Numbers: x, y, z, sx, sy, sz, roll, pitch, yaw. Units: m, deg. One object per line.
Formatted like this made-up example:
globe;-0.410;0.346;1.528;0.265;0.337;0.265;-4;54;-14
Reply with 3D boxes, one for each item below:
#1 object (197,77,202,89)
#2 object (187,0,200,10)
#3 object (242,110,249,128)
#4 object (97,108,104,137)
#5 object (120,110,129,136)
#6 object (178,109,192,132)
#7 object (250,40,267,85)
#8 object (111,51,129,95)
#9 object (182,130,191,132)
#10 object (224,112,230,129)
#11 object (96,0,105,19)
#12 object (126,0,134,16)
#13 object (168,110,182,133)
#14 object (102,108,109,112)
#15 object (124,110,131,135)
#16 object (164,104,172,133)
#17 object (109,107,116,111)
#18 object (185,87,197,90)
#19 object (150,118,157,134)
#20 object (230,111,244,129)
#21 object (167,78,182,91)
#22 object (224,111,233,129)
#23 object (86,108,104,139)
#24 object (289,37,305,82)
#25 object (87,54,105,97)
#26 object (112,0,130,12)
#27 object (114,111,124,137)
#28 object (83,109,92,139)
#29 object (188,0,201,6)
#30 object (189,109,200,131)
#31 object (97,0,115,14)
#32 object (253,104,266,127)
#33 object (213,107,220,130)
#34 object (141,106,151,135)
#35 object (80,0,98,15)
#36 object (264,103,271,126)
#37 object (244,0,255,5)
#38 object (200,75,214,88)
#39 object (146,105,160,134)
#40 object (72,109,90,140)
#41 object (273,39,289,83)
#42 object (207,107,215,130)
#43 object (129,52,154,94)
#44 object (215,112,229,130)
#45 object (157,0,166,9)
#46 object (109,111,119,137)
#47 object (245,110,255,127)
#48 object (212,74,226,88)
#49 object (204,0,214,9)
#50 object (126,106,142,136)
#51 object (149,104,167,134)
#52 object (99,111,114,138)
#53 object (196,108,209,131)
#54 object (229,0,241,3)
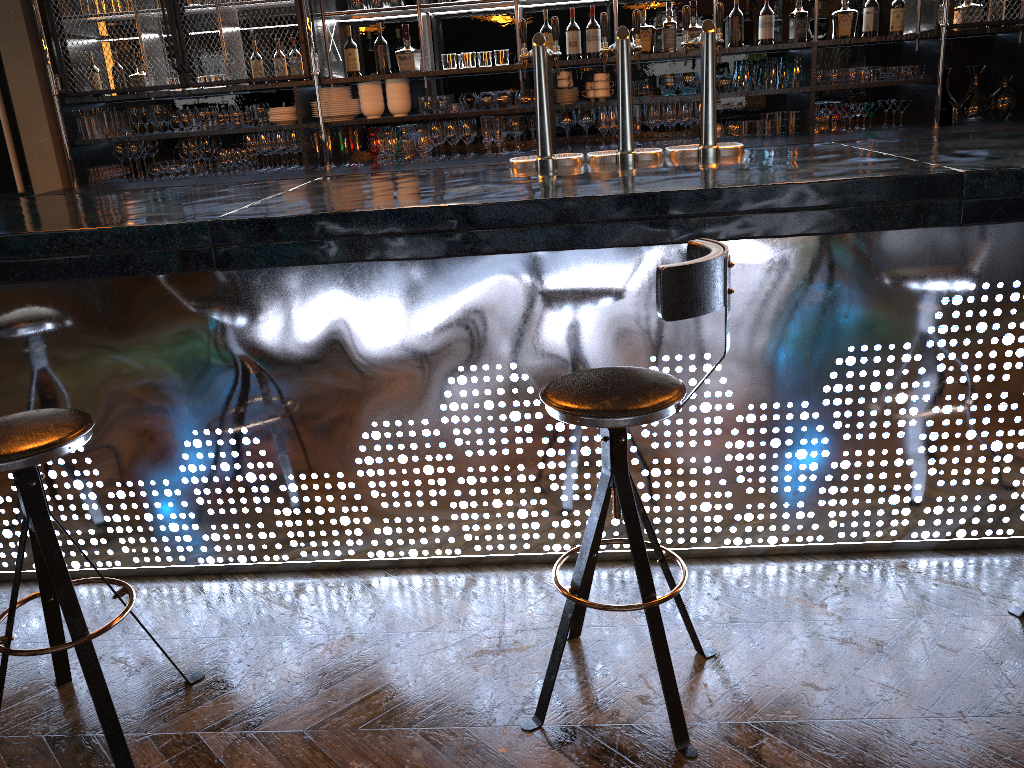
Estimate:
object;-1.991;-1.884;5.570;0.077;0.080;0.077;13;25;41
object;-1.934;-2.318;5.387;0.077;0.080;0.077;-15;21;-29
object;-1.667;-1.637;5.483;0.078;0.099;0.078;-14;21;-27
object;-2.542;-1.608;5.467;0.067;0.174;0.067;6;21;28
object;-2.436;-1.629;5.542;0.051;0.152;0.058;6;21;29
object;-1.968;-1.586;5.343;0.081;0.132;0.081;-12;20;-22
object;-1.558;-1.962;5.423;0.075;0.261;0.075;-17;23;-34
object;-2.424;-1.911;5.464;0.075;0.260;0.075;10;23;36
object;-2.040;-1.645;5.537;0.081;0.132;0.081;-12;20;-22
object;-1.762;-1.605;5.403;0.078;0.103;0.078;-20;24;-40
object;-2.564;-2.345;5.448;0.092;0.182;0.092;-4;18;0
object;-2.363;-2.350;5.418;0.092;0.182;0.092;-4;18;0
object;-2.048;-1.598;5.399;0.081;0.132;0.081;-12;20;-22
object;-2.539;-1.636;5.552;0.067;0.174;0.067;-17;22;-33
object;-2.448;-1.647;5.599;0.051;0.152;0.058;6;21;27
object;-2.163;-1.660;5.550;0.087;0.170;0.087;-17;22;-33
object;-2.535;-1.664;5.634;0.067;0.174;0.067;13;25;42
object;-1.963;-1.834;5.416;0.077;0.080;0.077;-7;19;-9
object;-2.251;-1.660;5.568;0.087;0.170;0.087;-17;22;-33
object;-1.645;-1.580;5.308;0.078;0.099;0.078;-14;21;-27
object;-2.067;-1.833;5.435;0.077;0.080;0.077;13;25;41
object;-1.759;-1.634;5.489;0.078;0.103;0.078;-20;24;-40
object;-2.539;-1.583;5.394;0.067;0.174;0.067;13;25;41
object;-1.318;-1.975;5.406;0.075;0.260;0.075;-17;23;-34
object;-2.589;-1.911;5.503;0.075;0.261;0.075;-17;23;-34
object;-2.357;-2.319;5.326;0.092;0.182;0.092;-4;18;0
object;-2.442;-1.610;5.486;0.058;0.152;0.051;-16;22;-32
object;-2.612;-1.600;5.460;0.067;0.174;0.067;13;25;42
object;-1.879;-2.272;5.239;0.077;0.080;0.077;-4;18;0
object;-1.964;-1.624;5.457;0.081;0.132;0.081;-12;20;-22
object;-2.456;-2.318;5.343;0.092;0.182;0.092;-4;18;0
object;-1.527;-1.630;5.381;0.074;0.131;0.074;1;19;17
object;-1.840;-1.643;5.488;0.074;0.131;0.074;1;19;17
object;-2.258;-1.622;5.456;0.087;0.170;0.087;-17;22;-33
object;-2.560;-2.313;5.351;0.092;0.182;0.092;-4;18;0
object;-1.546;-1.686;5.551;0.074;0.131;0.074;1;19;17
object;-1.587;-2.378;5.328;0.092;0.182;0.092;-4;18;0
object;-1.882;-1.865;5.491;0.077;0.080;0.077;-15;21;-28
object;-2.171;-1.614;5.413;0.087;0.170;0.087;-17;22;-33
object;-2.619;-1.576;5.389;0.067;0.174;0.067;0;19;12
object;-1.420;-1.977;5.433;0.075;0.260;0.075;-17;23;-34
object;-1.845;-1.615;5.406;0.074;0.131;0.074;1;19;17
object;-2.287;-1.913;5.466;0.108;0.244;0.108;2;19;17
object;-1.744;-1.579;5.321;0.078;0.103;0.078;-20;24;-40
object;-2.098;-2.291;5.343;0.077;0.080;0.077;1;19;16
object;-2.450;-1.590;5.429;0.058;0.152;0.051;-2;19;8
object;-1.658;-1.664;5.563;0.078;0.099;0.078;-14;21;-27
object;-1.793;-1.852;5.432;0.077;0.080;0.077;-7;19;-7
object;-1.829;-2.325;5.385;0.077;0.080;0.077;-4;18;0
object;-2.265;-1.584;5.344;0.087;0.170;0.087;-17;22;-33
object;-2.115;-1.588;5.322;0.087;0.170;0.087;-17;22;-33
object;-2.457;-1.571;5.373;0.051;0.152;0.058;-1;19;9
object;-1.852;-1.587;5.324;0.074;0.131;0.074;1;19;17
object;-1.648;-2.343;5.237;0.092;0.182;0.092;-4;18;0
